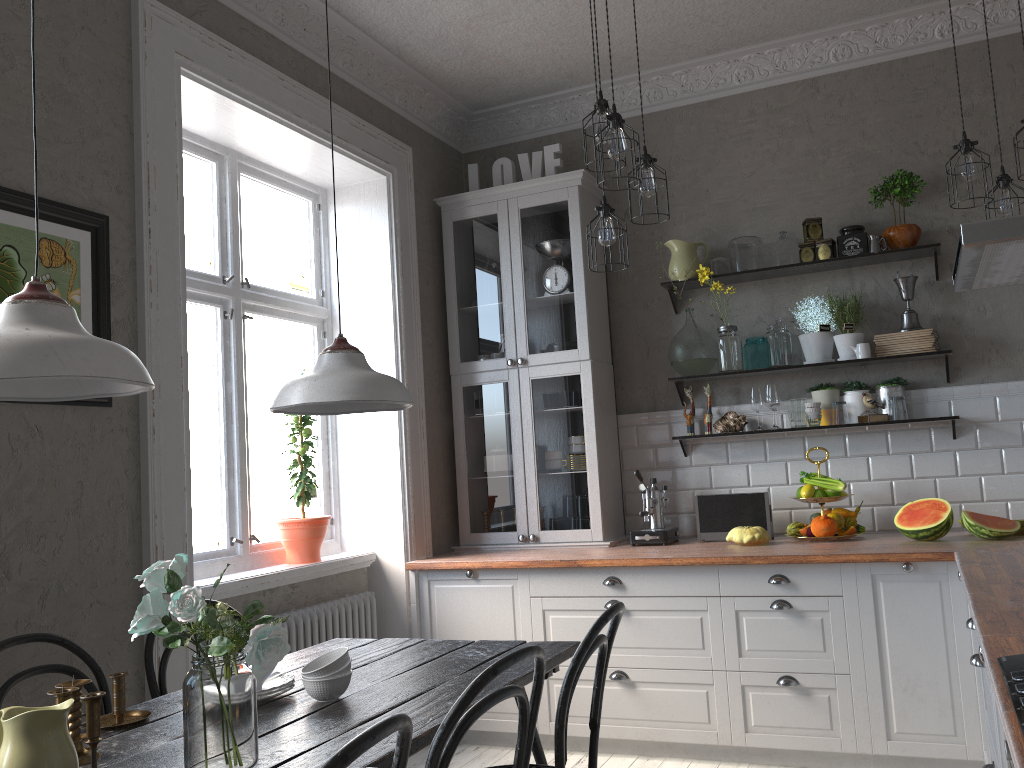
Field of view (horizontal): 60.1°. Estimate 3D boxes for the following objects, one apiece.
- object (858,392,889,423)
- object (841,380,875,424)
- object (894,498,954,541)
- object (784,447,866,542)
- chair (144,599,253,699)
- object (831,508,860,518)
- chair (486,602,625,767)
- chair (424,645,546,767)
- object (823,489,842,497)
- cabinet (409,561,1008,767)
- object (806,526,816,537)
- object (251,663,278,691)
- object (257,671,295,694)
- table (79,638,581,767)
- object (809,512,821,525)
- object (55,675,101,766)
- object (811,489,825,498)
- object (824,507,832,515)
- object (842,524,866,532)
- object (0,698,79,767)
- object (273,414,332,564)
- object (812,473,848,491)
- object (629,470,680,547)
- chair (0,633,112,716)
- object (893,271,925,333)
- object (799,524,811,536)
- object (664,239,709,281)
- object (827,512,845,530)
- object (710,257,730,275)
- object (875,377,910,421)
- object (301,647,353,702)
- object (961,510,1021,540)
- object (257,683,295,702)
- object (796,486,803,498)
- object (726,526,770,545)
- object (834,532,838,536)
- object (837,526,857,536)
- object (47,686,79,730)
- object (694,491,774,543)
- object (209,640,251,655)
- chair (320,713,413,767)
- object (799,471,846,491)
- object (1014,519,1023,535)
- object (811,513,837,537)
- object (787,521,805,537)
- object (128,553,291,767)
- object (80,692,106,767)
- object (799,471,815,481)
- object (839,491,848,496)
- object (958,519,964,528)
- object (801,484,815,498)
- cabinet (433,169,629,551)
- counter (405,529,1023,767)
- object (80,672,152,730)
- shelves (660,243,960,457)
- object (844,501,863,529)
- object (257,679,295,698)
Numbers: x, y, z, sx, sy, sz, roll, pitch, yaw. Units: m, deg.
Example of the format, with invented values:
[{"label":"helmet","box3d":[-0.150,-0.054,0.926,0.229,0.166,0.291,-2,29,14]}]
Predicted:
[{"label":"object","box3d":[1.691,0.108,4.147,0.119,0.146,0.100,-3,-5,-9]},{"label":"object","box3d":[1.660,0.087,4.259,0.150,0.214,0.170,0,-7,-36]},{"label":"object","box3d":[1.738,0.575,3.741,0.222,0.174,0.231,2,-8,-44]},{"label":"object","box3d":[1.420,0.501,4.071,0.350,0.425,0.354,-4,-5,9]},{"label":"chair","box3d":[-0.786,1.117,2.627,0.538,0.920,0.447,-7,-7,36]},{"label":"object","box3d":[1.524,0.592,4.046,0.125,0.056,0.060,-5,-6,15]},{"label":"chair","box3d":[0.039,1.026,2.235,0.541,0.920,0.444,-6,-6,21]},{"label":"chair","box3d":[-0.184,0.998,1.797,0.539,0.920,0.446,-7,-6,31]},{"label":"object","box3d":[1.456,0.506,4.032,0.076,0.062,0.100,-3,-5,-3]},{"label":"cabinet","box3d":[1.078,1.041,2.792,2.015,0.854,4.138,-2,-6,-19]},{"label":"object","box3d":[1.378,0.679,4.075,0.069,0.076,0.230,-4,-5,7]},{"label":"object","box3d":[-0.674,0.731,2.237,0.178,0.094,0.181,-5,-6,15]},{"label":"object","box3d":[-0.671,0.766,2.234,0.242,0.027,0.232,2,-8,-43]},{"label":"table","box3d":[-0.577,1.134,1.973,0.891,0.735,1.950,-6,-6,24]},{"label":"object","box3d":[1.448,0.634,4.130,0.157,0.076,0.077,1,-7,-40]},{"label":"object","box3d":[-0.900,0.686,1.820,0.095,0.172,0.096,-4,-5,5]},{"label":"object","box3d":[1.391,0.508,4.022,0.062,0.061,0.067,-6,-6,23]},{"label":"object","box3d":[1.472,0.619,4.112,0.084,0.093,0.088,-5,-6,20]},{"label":"object","box3d":[1.533,0.660,4.083,0.055,0.044,0.213,-1,-6,-27]},{"label":"object","box3d":[-0.865,0.663,1.595,0.151,0.170,0.134,-2,-6,-15]},{"label":"object","box3d":[-0.965,0.403,4.045,0.265,0.813,0.254,1,-7,-39]},{"label":"object","box3d":[1.473,0.454,4.097,0.177,0.096,0.090,-9,-8,44]},{"label":"object","box3d":[0.673,0.599,4.328,0.202,0.370,0.359,-6,-6,24]},{"label":"chair","box3d":[-1.010,1.089,2.186,0.541,0.920,0.444,-6,-6,21]},{"label":"object","box3d":[1.861,-0.382,4.160,0.130,0.287,0.131,-4,-5,9]},{"label":"object","box3d":[1.357,0.671,4.068,0.090,0.057,0.084,0,-7,-34]},{"label":"object","box3d":[0.891,-0.626,4.530,0.187,0.216,0.177,-8,-7,37]},{"label":"object","box3d":[1.453,0.619,3.994,0.089,0.078,0.087,1,-7,-40]},{"label":"object","box3d":[1.063,-0.585,4.517,0.101,0.111,0.105,-6,-6,23]},{"label":"object","box3d":[1.812,0.073,4.203,0.156,0.213,0.155,-6,-6,21]},{"label":"object","box3d":[-0.459,0.720,2.193,0.122,0.119,0.130,-8,-7,39]},{"label":"object","box3d":[1.951,0.571,3.594,0.223,0.127,0.149,-4,-5,6]},{"label":"object","box3d":[-0.670,0.784,2.232,0.232,0.027,0.242,-8,-7,41]},{"label":"object","box3d":[1.365,0.510,4.099,0.095,0.078,0.102,-5,-6,11]},{"label":"object","box3d":[1.072,0.688,4.023,0.194,0.083,0.192,-6,-6,24]},{"label":"object","box3d":[1.437,0.673,3.995,0.070,0.065,0.070,2,-8,-45]},{"label":"object","box3d":[1.497,0.660,3.963,0.069,0.051,0.089,-2,-6,-18]},{"label":"object","box3d":[-0.876,0.676,1.731,0.063,0.172,0.061,2,-8,-45]},{"label":"object","box3d":[1.066,0.639,4.253,0.346,0.226,0.089,-6,-6,23]},{"label":"object","box3d":[-0.675,0.711,2.239,0.178,0.094,0.181,-5,-6,15]},{"label":"chair","box3d":[-0.409,0.965,1.304,0.541,0.920,0.444,-6,-6,21]},{"label":"object","box3d":[1.418,0.442,4.046,0.207,0.101,0.068,-7,-6,29]},{"label":"object","box3d":[2.116,0.599,3.714,0.202,0.073,0.119,-2,-6,-14]},{"label":"object","box3d":[1.386,0.630,3.939,0.113,0.110,0.111,-3,-5,-9]},{"label":"object","box3d":[1.337,0.673,4.116,0.155,0.072,0.075,1,-7,-37]},{"label":"object","box3d":[-0.569,0.531,1.703,0.307,0.414,0.255,-6,-6,22]},{"label":"object","box3d":[-0.780,0.664,1.651,0.058,0.167,0.060,-7,-7,37]},{"label":"object","box3d":[1.359,0.428,4.078,0.073,0.058,0.051,-4,-5,0]},{"label":"object","box3d":[1.505,0.502,4.045,0.051,0.050,0.050,-7,-6,33]},{"label":"object","box3d":[2.050,0.619,3.848,0.195,0.067,0.105,-7,-6,30]},{"label":"object","box3d":[1.346,0.488,4.026,0.058,0.069,0.080,-9,-7,43]},{"label":"cabinet","box3d":[0.107,-0.081,4.737,0.866,1.920,0.394,-6,-6,23]},{"label":"counter","box3d":[0.583,0.667,2.867,3.113,0.039,3.443,-6,-6,24]},{"label":"object","box3d":[-0.929,0.744,2.094,0.139,0.112,0.140,-4,-5,6]},{"label":"shelves","box3d":[1.425,-0.113,4.326,1.296,0.923,0.232,-6,-6,23]},{"label":"object","box3d":[1.545,0.595,4.028,0.128,0.120,0.060,1,-7,-43]},{"label":"object","box3d":[-0.671,0.775,2.233,0.239,0.027,0.236,-3,-6,-8]}]
